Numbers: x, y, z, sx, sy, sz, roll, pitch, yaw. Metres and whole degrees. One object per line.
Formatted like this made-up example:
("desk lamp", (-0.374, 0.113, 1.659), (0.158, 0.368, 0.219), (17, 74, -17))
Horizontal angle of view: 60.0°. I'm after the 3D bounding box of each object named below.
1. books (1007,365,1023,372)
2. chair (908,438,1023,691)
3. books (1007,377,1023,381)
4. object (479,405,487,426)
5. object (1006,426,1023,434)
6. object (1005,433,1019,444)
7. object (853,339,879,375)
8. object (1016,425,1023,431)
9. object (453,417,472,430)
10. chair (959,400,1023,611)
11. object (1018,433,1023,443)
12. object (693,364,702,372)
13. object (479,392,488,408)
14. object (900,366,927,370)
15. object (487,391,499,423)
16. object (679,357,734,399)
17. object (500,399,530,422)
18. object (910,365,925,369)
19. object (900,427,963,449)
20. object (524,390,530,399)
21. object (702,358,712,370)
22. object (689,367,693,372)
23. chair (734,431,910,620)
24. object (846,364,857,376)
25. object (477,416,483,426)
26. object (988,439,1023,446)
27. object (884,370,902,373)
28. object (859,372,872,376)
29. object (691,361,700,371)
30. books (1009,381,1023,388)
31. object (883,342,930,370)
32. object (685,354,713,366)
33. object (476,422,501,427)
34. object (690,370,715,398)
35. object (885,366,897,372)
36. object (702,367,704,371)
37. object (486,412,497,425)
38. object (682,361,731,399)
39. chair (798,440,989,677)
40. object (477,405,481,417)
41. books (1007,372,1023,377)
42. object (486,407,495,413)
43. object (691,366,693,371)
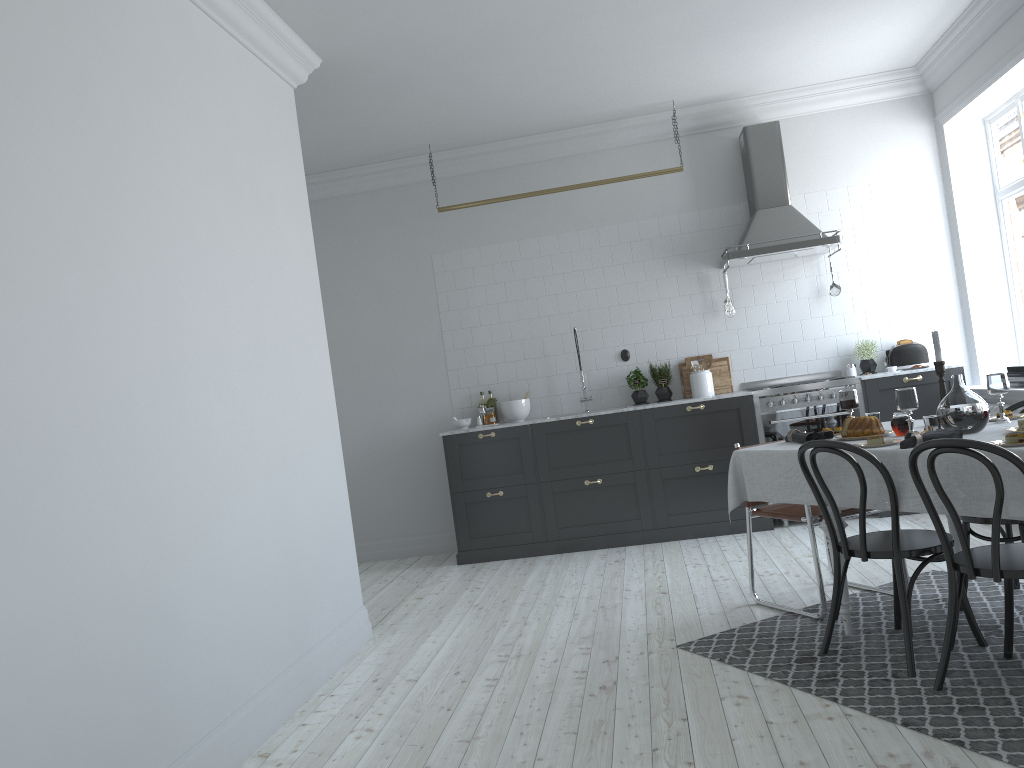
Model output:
("books", (3.512, -0.116, 5.934), (0.259, 0.038, 0.325), (-8, -1, 10))
("chair", (1.722, 0.602, 3.075), (0.564, 0.909, 0.463), (-7, -1, -34))
("books", (3.514, -0.050, 5.934), (0.259, 0.031, 0.328), (-8, -1, 6))
("object", (-0.230, 0.258, 7.309), (0.059, 0.172, 0.059), (-9, -1, 39))
("object", (1.999, 0.168, 3.329), (0.251, 0.018, 0.251), (-8, -1, 8))
("object", (1.733, 0.190, 3.064), (0.057, 0.037, 0.021), (-8, -1, -11))
("object", (2.774, -0.216, 6.930), (0.210, 0.283, 0.220), (-8, -1, 21))
("object", (1.913, 0.156, 3.298), (0.039, 0.040, 0.078), (-8, -1, -17))
("object", (-0.408, 0.316, 7.318), (0.159, 0.110, 0.172), (-8, -1, 3))
("chair", (2.275, 0.538, 3.953), (0.564, 0.909, 0.463), (-7, -1, -29))
("object", (1.756, 0.186, 3.030), (0.051, 0.039, 0.036), (-7, -1, -42))
("object", (1.464, -0.026, 7.031), (0.054, 0.262, 0.149), (-8, -1, -17))
("object", (-0.235, 0.205, 7.435), (0.066, 0.282, 0.066), (-8, -1, 3))
("object", (2.979, -0.117, 6.594), (0.209, 0.008, 0.018), (-9, -1, 43))
("object", (-0.156, 0.194, 7.418), (0.089, 0.282, 0.082), (-8, -1, 8))
("object", (1.578, -0.050, 7.216), (0.400, 0.290, 0.030), (-8, -1, 8))
("object", (0.032, 0.222, 7.294), (0.247, 0.175, 0.247), (-8, -1, 21))
("object", (3.024, -0.129, 6.624), (0.119, 0.031, 0.074), (-9, -1, 41))
("object", (1.611, 0.202, 3.394), (0.247, 0.061, 0.165), (-7, -1, -43))
("object", (0.090, 0.175, 7.315), (0.209, 0.232, 0.042), (-7, -1, -41))
("object", (1.543, -0.053, 7.088), (0.131, 0.296, 0.056), (-8, -1, -13))
("object", (1.475, -0.022, 7.054), (0.117, 0.251, 0.061), (-8, -1, 38))
("chair", (1.541, 0.683, 4.484), (0.546, 0.837, 0.593), (-8, -1, -21))
("object", (2.665, -0.105, 6.961), (0.072, 0.095, 0.072), (-7, -1, -37))
("object", (-0.268, 0.307, 7.270), (0.046, 0.084, 0.046), (-8, -1, -6))
("object", (1.747, 0.201, 3.058), (0.182, 0.013, 0.182), (-8, -1, 23))
("object", (2.823, -0.089, 6.577), (0.126, 0.008, 0.126), (-8, -1, 35))
("object", (2.728, -0.077, 6.862), (0.091, 0.018, 0.062), (-8, -1, 5))
("object", (1.504, -0.046, 7.065), (0.064, 0.290, 0.141), (-8, -1, -18))
("books", (3.527, -0.014, 5.921), (0.259, 0.044, 0.351), (-8, -1, 10))
("object", (3.057, -0.217, 6.892), (0.326, 0.207, 0.219), (-8, -1, 13))
("object", (1.535, -0.064, 7.190), (0.220, 0.330, 0.041), (-8, -1, 8))
("object", (-0.193, 0.338, 7.339), (0.180, 0.008, 0.272), (-8, -1, 8))
("object", (1.510, -0.001, 7.054), (0.174, 0.208, 0.174), (-8, -1, 3))
("object", (2.819, -0.108, 6.577), (0.072, 0.040, 0.070), (-8, -1, 0))
("object", (1.538, -0.029, 7.091), (0.050, 0.247, 0.114), (-7, -1, -27))
("object", (-0.170, 0.285, 7.266), (0.078, 0.101, 0.078), (-8, -1, 36))
("object", (1.569, -0.034, 7.161), (0.360, 0.261, 0.053), (-8, -1, 8))
("chair", (1.506, 0.639, 3.602), (0.564, 0.909, 0.463), (-7, -1, -29))
("object", (-0.250, 0.262, 7.371), (0.059, 0.172, 0.059), (-9, -1, 39))
("books", (3.520, -0.082, 5.921), (0.287, 0.031, 0.351), (-8, -1, 8))
("object", (-0.179, 0.268, 7.372), (0.077, 0.141, 0.044), (-8, -1, 8))
("object", (1.504, -0.025, 7.093), (0.118, 0.250, 0.033), (-8, -1, 8))
